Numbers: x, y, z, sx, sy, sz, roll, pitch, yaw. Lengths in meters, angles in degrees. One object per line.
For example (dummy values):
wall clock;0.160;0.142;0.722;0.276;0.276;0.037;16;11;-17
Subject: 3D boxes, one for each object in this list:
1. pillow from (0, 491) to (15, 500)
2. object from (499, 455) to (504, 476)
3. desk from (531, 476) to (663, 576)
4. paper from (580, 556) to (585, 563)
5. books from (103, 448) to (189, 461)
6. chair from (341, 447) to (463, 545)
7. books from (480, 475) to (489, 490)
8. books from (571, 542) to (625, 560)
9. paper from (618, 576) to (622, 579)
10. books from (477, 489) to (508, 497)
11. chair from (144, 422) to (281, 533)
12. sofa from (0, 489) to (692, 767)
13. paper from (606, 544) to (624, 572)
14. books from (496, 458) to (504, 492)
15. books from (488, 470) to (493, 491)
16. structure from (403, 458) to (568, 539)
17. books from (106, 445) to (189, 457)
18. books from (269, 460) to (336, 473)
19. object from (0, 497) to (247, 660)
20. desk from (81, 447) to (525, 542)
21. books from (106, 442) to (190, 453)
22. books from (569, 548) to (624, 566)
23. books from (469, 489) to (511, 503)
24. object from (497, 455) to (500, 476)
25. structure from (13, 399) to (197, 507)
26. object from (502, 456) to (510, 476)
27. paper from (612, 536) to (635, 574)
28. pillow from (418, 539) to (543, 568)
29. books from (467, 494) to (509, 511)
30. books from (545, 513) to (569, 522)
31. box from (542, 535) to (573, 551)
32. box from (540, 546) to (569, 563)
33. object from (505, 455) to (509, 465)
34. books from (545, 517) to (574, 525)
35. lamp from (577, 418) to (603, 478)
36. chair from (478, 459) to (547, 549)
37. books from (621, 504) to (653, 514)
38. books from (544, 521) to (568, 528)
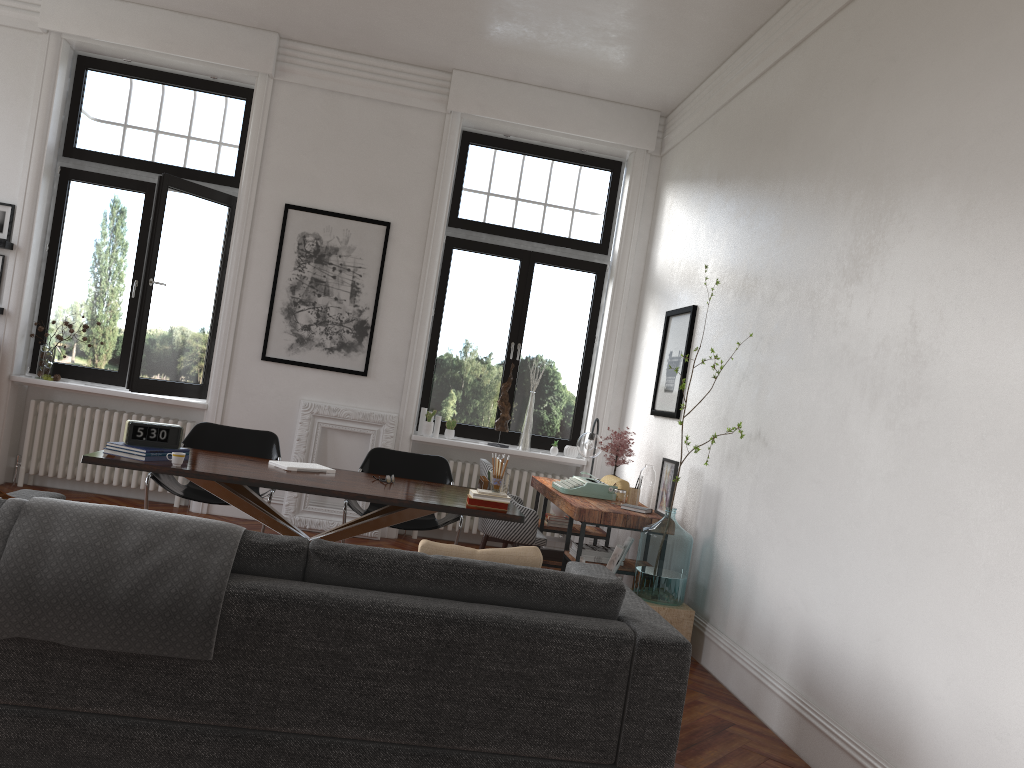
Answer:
pillow;-1.677;0.591;3.219;0.469;0.397;0.331;9;0;29
object;-0.063;0.483;4.855;0.008;0.195;0.036;9;0;5
desk;0.541;1.181;6.427;0.647;0.758;1.797;9;-1;-8
paper;0.410;1.284;5.363;0.073;0.479;0.033;9;1;29
books;-1.927;0.370;4.683;0.264;0.027;0.348;9;-1;17
chair;-0.734;0.906;5.858;0.753;0.872;0.745;9;0;-8
books;-0.169;0.603;5.141;0.028;0.125;0.221;9;0;-8
books;0.556;1.078;5.722;0.309;0.038;0.225;9;-1;-8
paper;0.581;1.354;5.396;0.126;0.388;0.026;9;0;15
books;-0.109;0.595;4.850;0.159;0.008;0.128;9;-1;-6
chair;-1.886;0.724;5.698;0.753;0.872;0.745;9;0;-8
sofa;-0.799;0.930;3.415;2.646;0.829;1.261;9;0;-8
paper;0.516;1.224;5.264;0.047;0.609;0.329;9;0;-28
books;-0.077;0.561;5.176;0.043;0.239;0.310;9;0;-8
books;-0.126;0.588;5.190;0.041;0.157;0.128;9;0;-8
structure;-0.206;1.117;7.940;1.454;0.778;0.225;9;0;-8
books;-1.914;0.350;4.672;0.250;0.017;0.344;9;-1;17
books;-1.233;0.490;5.220;0.326;0.026;0.230;10;-1;-43
object;-1.284;0.605;2.850;0.752;0.387;0.400;9;0;-8
desk;-1.144;0.889;4.999;2.227;0.751;1.029;9;0;-8
books;-1.912;0.333;4.672;0.250;0.017;0.344;9;-1;17
books;0.543;1.111;5.713;0.309;0.038;0.225;9;-1;-9
books;-0.122;0.612;4.838;0.207;0.028;0.164;9;-1;-10
object;-0.077;0.482;4.853;0.008;0.193;0.049;9;0;16
structure;-3.409;0.609;7.494;1.454;0.778;0.225;9;0;-8
object;-0.047;0.487;4.873;0.044;0.194;0.008;9;1;22
paper;0.572;1.236;5.459;0.294;0.626;0.047;9;0;-15
pillow;-0.143;0.804;3.336;0.486;0.460;0.225;9;0;-8
books;-0.135;0.644;4.832;0.215;0.040;0.159;9;-1;-6
books;0.367;1.065;7.056;0.191;0.023;0.239;9;-1;-8
box;0.364;1.275;7.083;0.256;0.066;0.238;9;-1;-7
box;0.352;1.350;7.080;0.318;0.082;0.296;9;-1;-8
object;-0.046;0.486;4.885;0.038;0.195;0.008;9;1;18
books;0.363;1.086;7.054;0.209;0.023;0.251;9;-1;-8
lamp;0.631;0.542;7.052;0.207;0.550;0.442;9;0;16
chair;-0.023;1.017;6.328;0.548;0.900;0.715;9;0;-15
books;0.804;0.816;5.829;0.213;0.031;0.129;9;-1;30
books;0.359;1.109;7.056;0.209;0.024;0.247;9;-1;-8
